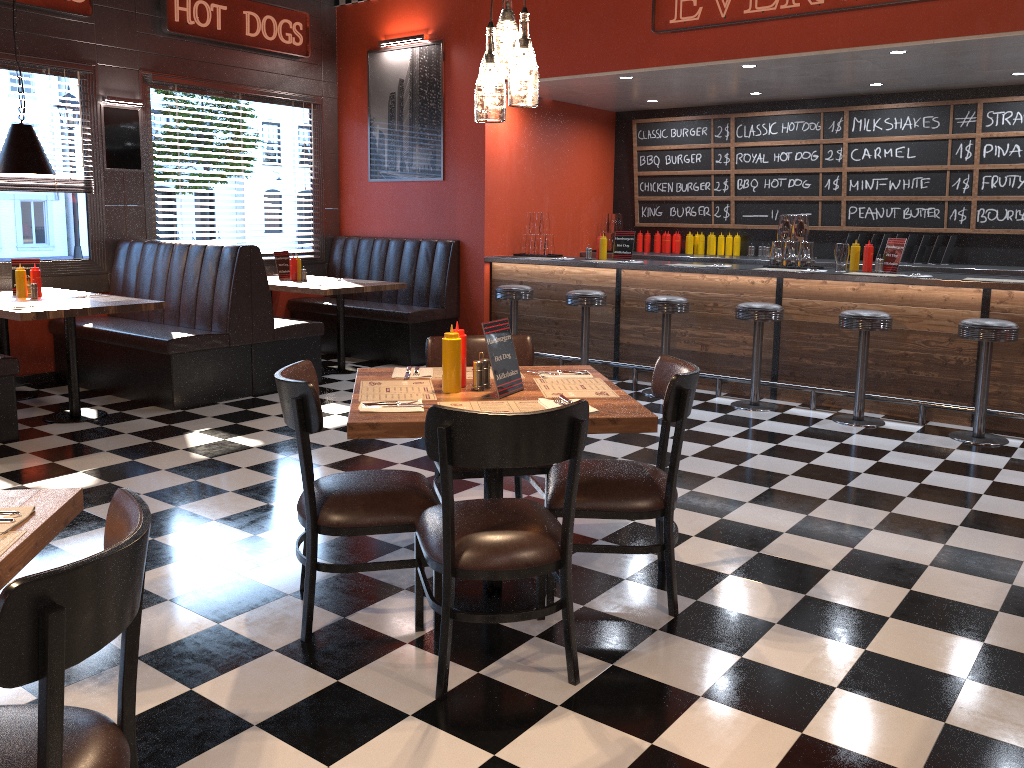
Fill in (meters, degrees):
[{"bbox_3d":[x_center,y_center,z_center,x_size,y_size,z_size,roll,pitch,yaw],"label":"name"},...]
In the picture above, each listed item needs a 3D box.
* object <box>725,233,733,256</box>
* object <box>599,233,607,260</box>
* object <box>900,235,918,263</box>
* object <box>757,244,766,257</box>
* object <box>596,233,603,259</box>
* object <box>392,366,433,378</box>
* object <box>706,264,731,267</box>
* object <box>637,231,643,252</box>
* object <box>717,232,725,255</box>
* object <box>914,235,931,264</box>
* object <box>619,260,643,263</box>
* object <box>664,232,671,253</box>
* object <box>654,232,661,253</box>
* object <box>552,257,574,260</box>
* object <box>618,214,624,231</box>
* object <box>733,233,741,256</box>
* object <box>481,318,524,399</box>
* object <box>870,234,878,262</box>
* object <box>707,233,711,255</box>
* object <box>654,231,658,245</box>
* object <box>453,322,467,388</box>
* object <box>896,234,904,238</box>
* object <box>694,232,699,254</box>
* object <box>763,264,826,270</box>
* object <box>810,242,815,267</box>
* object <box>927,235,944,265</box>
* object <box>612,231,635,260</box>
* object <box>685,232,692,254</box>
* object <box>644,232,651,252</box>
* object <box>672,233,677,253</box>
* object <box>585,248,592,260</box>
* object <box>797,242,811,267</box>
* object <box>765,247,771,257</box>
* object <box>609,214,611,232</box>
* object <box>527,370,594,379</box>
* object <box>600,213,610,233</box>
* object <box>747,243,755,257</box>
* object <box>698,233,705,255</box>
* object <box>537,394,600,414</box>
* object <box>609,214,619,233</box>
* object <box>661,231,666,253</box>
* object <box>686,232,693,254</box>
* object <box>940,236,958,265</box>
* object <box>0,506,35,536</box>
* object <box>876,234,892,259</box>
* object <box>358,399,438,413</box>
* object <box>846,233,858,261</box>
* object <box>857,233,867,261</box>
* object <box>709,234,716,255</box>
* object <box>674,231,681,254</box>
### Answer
[{"bbox_3d":[2.257,-1.454,9.206,0.068,0.236,0.068,8,11,38],"label":"object"},{"bbox_3d":[0.821,-1.235,7.969,0.068,0.236,0.068,8,11,38],"label":"object"},{"bbox_3d":[3.640,-1.239,8.119,0.189,0.255,0.072,-8,12,-42],"label":"object"},{"bbox_3d":[2.545,-1.359,9.002,0.093,0.135,0.047,-1,9,-8],"label":"object"},{"bbox_3d":[0.805,-1.255,8.069,0.068,0.236,0.068,8,11,38],"label":"object"},{"bbox_3d":[-0.387,-0.045,3.447,0.157,0.019,0.257,0,11,-4],"label":"object"},{"bbox_3d":[1.682,-0.960,7.166,0.158,0.019,0.256,8,13,32],"label":"object"},{"bbox_3d":[1.415,-1.578,9.797,0.068,0.236,0.068,3,9,14],"label":"object"},{"bbox_3d":[2.183,-1.463,9.249,0.068,0.236,0.068,7,10,34],"label":"object"},{"bbox_3d":[3.729,-1.225,8.052,0.072,0.255,0.189,8,12,41],"label":"object"},{"bbox_3d":[1.029,-1.056,7.625,0.158,0.019,0.256,10,15,42],"label":"object"},{"bbox_3d":[1.683,-1.531,9.570,0.068,0.236,0.068,8,11,39],"label":"object"},{"bbox_3d":[1.583,-1.543,9.624,0.068,0.236,0.068,3,9,14],"label":"object"},{"bbox_3d":[0.468,-1.139,8.026,0.158,0.019,0.256,8,13,32],"label":"object"},{"bbox_3d":[1.186,-1.786,9.837,0.105,0.207,0.106,4,10,22],"label":"object"},{"bbox_3d":[2.326,-1.444,9.155,0.068,0.236,0.068,8,11,39],"label":"object"},{"bbox_3d":[-0.031,-0.093,3.088,0.072,0.255,0.189,5,10,27],"label":"object"},{"bbox_3d":[3.371,-1.280,8.319,0.072,0.255,0.189,6,11,31],"label":"object"},{"bbox_3d":[2.094,-1.484,9.351,0.068,0.236,0.068,3,9,13],"label":"object"},{"bbox_3d":[1.593,-1.561,9.722,0.068,0.236,0.068,8,11,39],"label":"object"},{"bbox_3d":[-0.198,-0.107,3.203,0.068,0.236,0.068,-1,9,-10],"label":"object"},{"bbox_3d":[3.549,-1.253,8.186,0.070,0.256,0.189,8,12,40],"label":"object"},{"bbox_3d":[1.971,-1.501,9.430,0.068,0.236,0.068,8,11,39],"label":"object"},{"bbox_3d":[2.250,-0.937,7.083,0.438,0.018,0.274,9,13,36],"label":"object"},{"bbox_3d":[2.357,-1.027,7.051,0.105,0.207,0.106,-1,9,-8],"label":"object"},{"bbox_3d":[3.819,-1.210,7.984,0.074,0.256,0.190,8,12,39],"label":"object"},{"bbox_3d":[1.008,-1.247,7.991,0.188,0.255,0.073,5,10,27],"label":"object"},{"bbox_3d":[1.892,-1.509,9.470,0.068,0.236,0.068,3,9,14],"label":"object"},{"bbox_3d":[1.491,-1.567,9.746,0.068,0.236,0.068,-6,11,-36],"label":"object"},{"bbox_3d":[1.776,-1.537,9.608,0.068,0.236,0.068,8,11,38],"label":"object"},{"bbox_3d":[0.695,-1.193,8.013,0.047,0.135,0.094,-2,10,-18],"label":"object"},{"bbox_3d":[2.295,-1.009,6.952,0.105,0.207,0.106,-1,9,-8],"label":"object"},{"bbox_3d":[2.581,-1.344,8.925,0.047,0.135,0.094,6,11,32],"label":"object"},{"bbox_3d":[1.111,-1.797,9.887,0.105,0.207,0.106,4,10,22],"label":"object"},{"bbox_3d":[0.187,-0.042,3.469,0.255,0.019,0.158,0,11,-5],"label":"object"},{"bbox_3d":[1.031,-1.781,9.801,0.105,0.207,0.106,4,10,22],"label":"object"},{"bbox_3d":[2.451,-1.372,9.063,0.047,0.135,0.094,-2,10,-18],"label":"object"},{"bbox_3d":[2.002,-1.487,9.363,0.068,0.236,0.068,7,10,35],"label":"object"},{"bbox_3d":[0.177,0.064,2.916,0.157,0.019,0.257,-2,11,-13],"label":"object"},{"bbox_3d":[1.123,-1.768,9.739,0.105,0.207,0.106,4,10,22],"label":"object"},{"bbox_3d":[1.667,-1.549,9.662,0.068,0.236,0.068,8,11,39],"label":"object"},{"bbox_3d":[1.884,-1.492,9.378,0.068,0.236,0.068,3,9,13],"label":"object"},{"bbox_3d":[3.908,-1.197,7.919,0.072,0.255,0.189,8,12,41],"label":"object"},{"bbox_3d":[-1.106,0.269,1.761,0.255,0.019,0.158,0,11,-5],"label":"object"},{"bbox_3d":[3.461,-1.266,8.253,0.072,0.255,0.189,8,12,41],"label":"object"},{"bbox_3d":[-0.368,0.067,2.865,0.255,0.019,0.158,-1,11,-7],"label":"object"},{"bbox_3d":[3.211,-1.306,8.444,0.071,0.256,0.189,9,12,44],"label":"object"},{"bbox_3d":[3.281,-1.294,8.384,0.073,0.258,0.193,8,12,39],"label":"object"},{"bbox_3d":[2.099,-1.468,9.270,0.068,0.236,0.068,3,9,13],"label":"object"},{"bbox_3d":[1.782,-1.520,9.517,0.068,0.236,0.068,8,11,39],"label":"object"}]
